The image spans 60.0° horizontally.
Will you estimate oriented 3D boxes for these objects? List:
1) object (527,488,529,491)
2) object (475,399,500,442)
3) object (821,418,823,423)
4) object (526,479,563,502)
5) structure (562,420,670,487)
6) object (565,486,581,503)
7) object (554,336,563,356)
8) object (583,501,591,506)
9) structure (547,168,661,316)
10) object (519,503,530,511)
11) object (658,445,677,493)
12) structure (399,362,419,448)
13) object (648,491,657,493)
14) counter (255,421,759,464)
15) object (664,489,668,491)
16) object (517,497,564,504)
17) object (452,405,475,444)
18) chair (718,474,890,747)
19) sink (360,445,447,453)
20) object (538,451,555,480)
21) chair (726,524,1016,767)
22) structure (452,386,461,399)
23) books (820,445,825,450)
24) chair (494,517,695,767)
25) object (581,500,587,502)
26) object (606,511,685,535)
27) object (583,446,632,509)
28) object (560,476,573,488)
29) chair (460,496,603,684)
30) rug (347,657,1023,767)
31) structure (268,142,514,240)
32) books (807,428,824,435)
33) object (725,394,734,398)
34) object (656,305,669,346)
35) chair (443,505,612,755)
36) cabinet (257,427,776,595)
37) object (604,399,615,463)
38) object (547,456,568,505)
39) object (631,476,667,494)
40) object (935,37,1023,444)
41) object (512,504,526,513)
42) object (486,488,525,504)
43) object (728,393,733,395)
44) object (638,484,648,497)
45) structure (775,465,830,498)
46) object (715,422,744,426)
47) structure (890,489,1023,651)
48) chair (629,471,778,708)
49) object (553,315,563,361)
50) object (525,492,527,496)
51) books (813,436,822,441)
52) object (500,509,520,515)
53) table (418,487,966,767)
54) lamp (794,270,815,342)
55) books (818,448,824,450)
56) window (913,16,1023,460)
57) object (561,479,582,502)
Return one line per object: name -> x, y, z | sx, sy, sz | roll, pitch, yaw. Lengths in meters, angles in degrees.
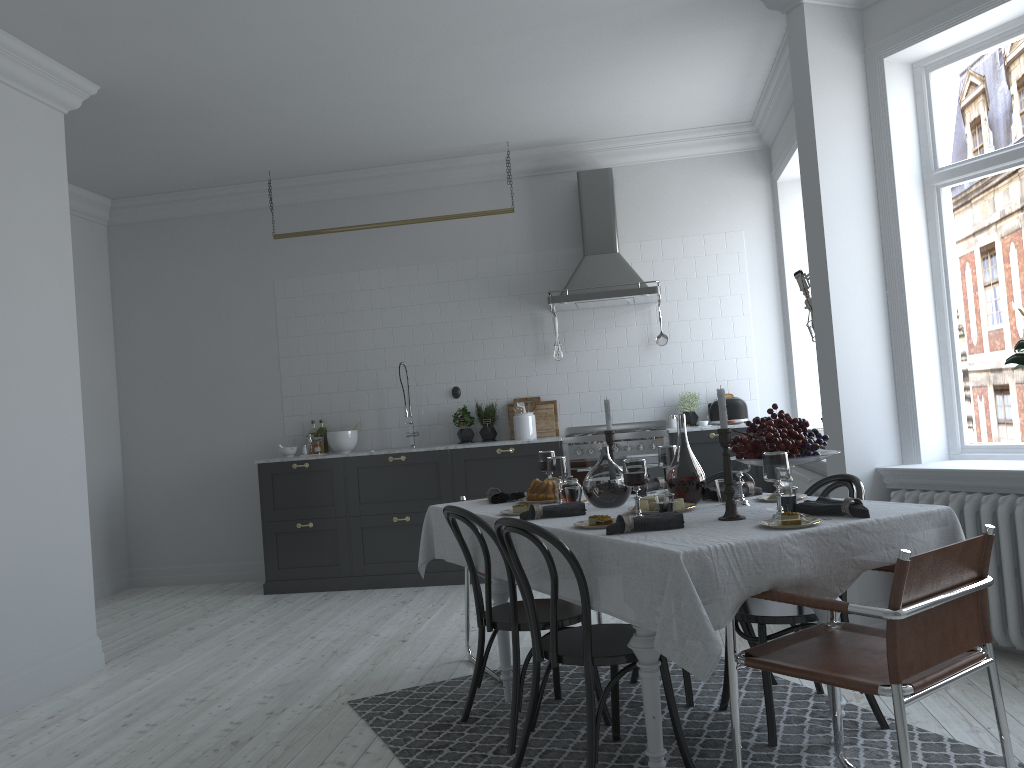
object -> 0.100, 0.519, 4.290 | 0.038, 0.041, 0.057 | -6, -3, 42
object -> -0.202, 0.279, 7.111 | 0.196, 0.367, 0.186 | -3, -2, -37
object -> 2.129, 0.219, 5.890 | 0.147, 0.148, 0.147 | -5, -2, -1
object -> 0.137, 0.477, 3.957 | 0.191, 0.105, 0.164 | -6, -2, 28
structure -> 0.833, 0.856, 6.755 | 0.779, 1.096, 0.651 | -5, -2, 8
object -> 0.245, 0.455, 3.505 | 0.066, 0.094, 0.066 | -4, -2, -3
object -> 0.358, -0.393, 7.095 | 0.066, 0.332, 0.024 | -5, -2, 13
object -> 0.306, 0.500, 3.712 | 0.075, 0.009, 0.150 | -6, -3, 43
structure -> 0.682, -1.117, 6.858 | 0.843, 1.079, 0.567 | -5, -2, 8
object -> 0.052, 0.501, 3.588 | 0.057, 0.037, 0.021 | -5, -2, 26
object -> 0.671, 0.372, 3.780 | 0.083, 0.215, 0.083 | -5, -2, 13
structure -> -0.842, 0.168, 7.106 | 0.100, 0.692, 0.266 | -5, -2, 8
object -> 0.658, 0.479, 3.976 | 0.131, 0.012, 0.031 | -3, -2, -39
counter -> -0.026, 0.453, 6.903 | 3.902, 0.020, 0.624 | -5, -2, 8
object -> 0.761, 0.468, 3.905 | 0.182, 0.013, 0.182 | -5, -2, 8
object -> 0.150, 0.517, 3.961 | 0.251, 0.018, 0.251 | -5, -2, 8
object -> -0.390, 0.324, 7.152 | 0.172, 0.311, 0.179 | -5, -2, 19
chair -> 1.079, 0.821, 3.384 | 0.564, 0.909, 0.463 | -4, -2, -13
sink -> -0.839, 0.611, 6.974 | 0.669, 0.203, 0.384 | -5, -2, 8
object -> 0.170, 0.424, 4.160 | 0.083, 0.215, 0.083 | -5, -2, 13
chair -> 1.006, 0.835, 2.527 | 0.546, 0.837, 0.593 | -3, -2, -37
structure -> -0.459, 0.070, 7.274 | 0.079, 0.103, 0.032 | -5, -2, 8
books -> 2.057, 0.384, 5.500 | 0.274, 0.016, 0.341 | -5, -2, 10
chair -> 0.253, 0.875, 3.022 | 0.564, 0.909, 0.463 | -3, -2, -33
object -> 0.292, 0.487, 3.697 | 0.031, 0.031, 0.167 | -6, -3, 43
object -> 0.434, 0.436, 2.808 | 0.247, 0.061, 0.165 | -3, -3, -42
object -> 0.376, 0.371, 3.531 | 0.194, 0.245, 0.194 | -4, -2, -9
object -> 0.253, 0.474, 4.100 | 0.066, 0.094, 0.066 | -4, -2, -3
chair -> 0.076, 0.971, 4.431 | 0.546, 0.837, 0.593 | -4, -2, -20
rug -> 0.455, 1.314, 3.390 | 1.701, 0.021, 2.166 | -4, -2, -24
structure -> -0.980, -1.523, 7.019 | 1.988, 0.556, 0.053 | -5, -2, 8
books -> 2.099, 0.314, 5.880 | 0.259, 0.038, 0.325 | -5, -2, 10
object -> 1.652, 0.132, 6.804 | 0.107, 0.110, 0.010 | -5, -2, 13
object -> 1.169, -0.461, 6.968 | 0.101, 0.331, 0.030 | -5, -2, 19
chair -> 0.038, 0.909, 3.549 | 0.564, 0.909, 0.463 | -4, -2, -28
cabinet -> 0.014, 0.967, 6.875 | 3.897, 1.012, 0.646 | -5, -2, 8
object -> 0.422, 0.280, 3.776 | 0.089, 0.432, 0.089 | -6, -2, 31
object -> 0.188, 0.404, 3.589 | 0.083, 0.215, 0.083 | -5, -2, 13
object -> 0.602, 0.465, 4.089 | 0.247, 0.061, 0.165 | -3, -3, -42
object -> -9.745, -0.102, 3.878 | 72.085, 19.432, 33.873 | -4, -2, -27
object -> 0.030, 0.502, 3.563 | 0.057, 0.037, 0.021 | -4, -2, -1
object -> -0.083, 0.520, 4.128 | 0.165, 0.061, 0.247 | -3, -3, -42
object -> 1.669, 0.129, 6.880 | 0.107, 0.110, 0.010 | -5, -2, 13
object -> 0.557, 0.441, 3.821 | 0.066, 0.094, 0.066 | -4, -2, -3
structure -> 1.967, 0.934, 5.930 | 0.245, 0.753, 1.673 | -5, -2, 8
object -> 1.613, 0.297, 6.576 | 0.209, 0.011, 0.209 | -3, -3, -44
structure -> 2.306, 0.832, 3.616 | 0.245, 0.753, 1.710 | -4, -2, -29
chair -> 0.814, 0.859, 3.897 | 0.564, 0.909, 0.463 | -4, -2, -28
object -> 0.357, -0.370, 7.061 | 0.074, 0.381, 0.076 | -4, -2, -11
object -> 0.127, 0.531, 4.277 | 0.182, 0.013, 0.182 | -5, -2, 8
books -> 2.105, 0.348, 5.867 | 0.287, 0.031, 0.351 | -5, -2, 8
object -> 0.043, 0.514, 3.570 | 0.182, 0.013, 0.182 | -5, -2, 23
table -> 0.525, 0.897, 3.476 | 1.210, 0.842, 2.179 | -4, -2, -25
lamp -> 1.635, -0.130, 4.640 | 0.131, 0.977, 0.312 | -4, -2, -17
books -> 2.050, 0.402, 5.504 | 0.254, 0.019, 0.337 | -5, -2, 6
window -> 2.665, -0.701, 3.630 | 0.061, 2.080, 2.079 | -3, -2, -29
object -> 0.257, 0.460, 3.811 | 0.091, 0.101, 0.091 | -3, -2, -37
